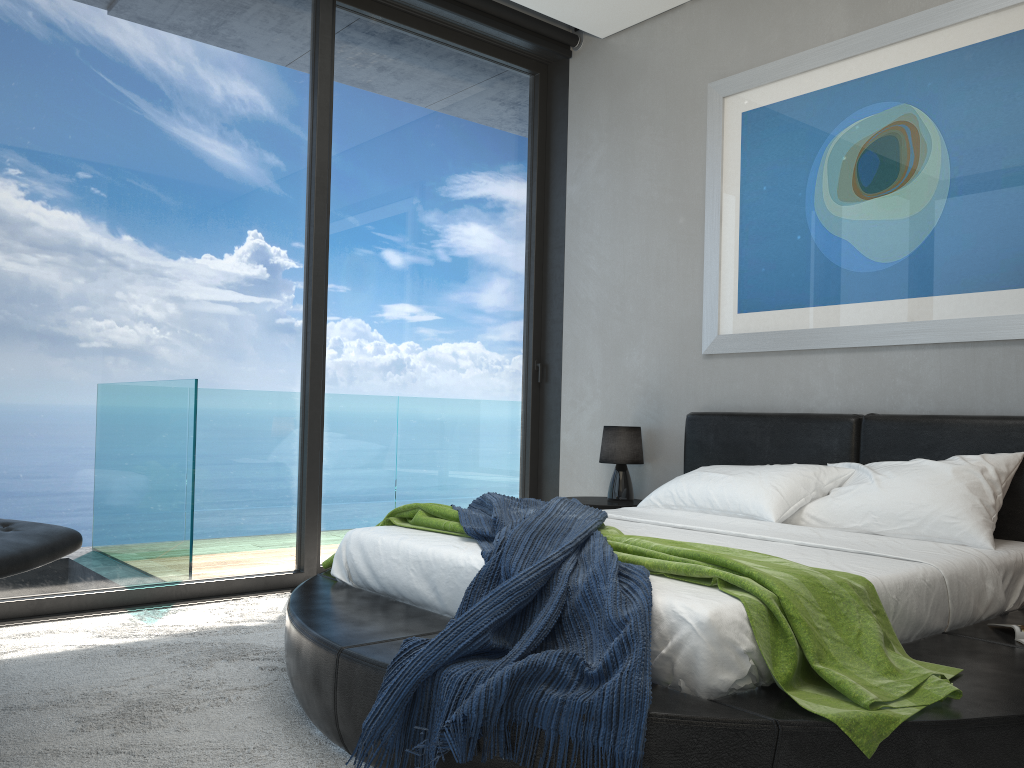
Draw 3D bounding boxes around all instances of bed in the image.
[{"bbox_3d":[0.570,0.538,3.048,2.618,0.933,2.755,3,-3,-40],"label":"bed"}]

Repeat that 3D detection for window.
[{"bbox_3d":[1.384,-0.519,4.343,9.728,3.182,3.596,3,-2,-40],"label":"window"}]

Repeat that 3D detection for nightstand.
[{"bbox_3d":[0.483,0.844,4.742,0.497,0.440,0.497,2,-2,-29],"label":"nightstand"}]

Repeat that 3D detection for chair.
[{"bbox_3d":[-1.814,0.411,2.139,1.281,0.995,0.639,1,-1,5],"label":"chair"}]

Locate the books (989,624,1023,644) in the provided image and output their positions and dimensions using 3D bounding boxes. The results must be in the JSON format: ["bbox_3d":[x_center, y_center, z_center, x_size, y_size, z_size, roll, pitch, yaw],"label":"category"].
[{"bbox_3d":[1.556,0.702,2.452,0.301,0.039,0.395,1,-2,6],"label":"books"}]

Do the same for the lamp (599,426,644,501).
[{"bbox_3d":[0.591,0.428,4.789,0.241,0.400,0.219,1,-1,19],"label":"lamp"}]

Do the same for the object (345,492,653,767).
[{"bbox_3d":[0.021,0.647,2.807,0.685,0.567,2.155,1,-2,2],"label":"object"}]

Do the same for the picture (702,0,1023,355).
[{"bbox_3d":[1.580,-0.863,3.885,0.025,1.399,1.800,2,-2,-40],"label":"picture"}]

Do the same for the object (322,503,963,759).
[{"bbox_3d":[0.200,0.591,2.747,0.646,0.342,2.302,3,-3,-40],"label":"object"}]
